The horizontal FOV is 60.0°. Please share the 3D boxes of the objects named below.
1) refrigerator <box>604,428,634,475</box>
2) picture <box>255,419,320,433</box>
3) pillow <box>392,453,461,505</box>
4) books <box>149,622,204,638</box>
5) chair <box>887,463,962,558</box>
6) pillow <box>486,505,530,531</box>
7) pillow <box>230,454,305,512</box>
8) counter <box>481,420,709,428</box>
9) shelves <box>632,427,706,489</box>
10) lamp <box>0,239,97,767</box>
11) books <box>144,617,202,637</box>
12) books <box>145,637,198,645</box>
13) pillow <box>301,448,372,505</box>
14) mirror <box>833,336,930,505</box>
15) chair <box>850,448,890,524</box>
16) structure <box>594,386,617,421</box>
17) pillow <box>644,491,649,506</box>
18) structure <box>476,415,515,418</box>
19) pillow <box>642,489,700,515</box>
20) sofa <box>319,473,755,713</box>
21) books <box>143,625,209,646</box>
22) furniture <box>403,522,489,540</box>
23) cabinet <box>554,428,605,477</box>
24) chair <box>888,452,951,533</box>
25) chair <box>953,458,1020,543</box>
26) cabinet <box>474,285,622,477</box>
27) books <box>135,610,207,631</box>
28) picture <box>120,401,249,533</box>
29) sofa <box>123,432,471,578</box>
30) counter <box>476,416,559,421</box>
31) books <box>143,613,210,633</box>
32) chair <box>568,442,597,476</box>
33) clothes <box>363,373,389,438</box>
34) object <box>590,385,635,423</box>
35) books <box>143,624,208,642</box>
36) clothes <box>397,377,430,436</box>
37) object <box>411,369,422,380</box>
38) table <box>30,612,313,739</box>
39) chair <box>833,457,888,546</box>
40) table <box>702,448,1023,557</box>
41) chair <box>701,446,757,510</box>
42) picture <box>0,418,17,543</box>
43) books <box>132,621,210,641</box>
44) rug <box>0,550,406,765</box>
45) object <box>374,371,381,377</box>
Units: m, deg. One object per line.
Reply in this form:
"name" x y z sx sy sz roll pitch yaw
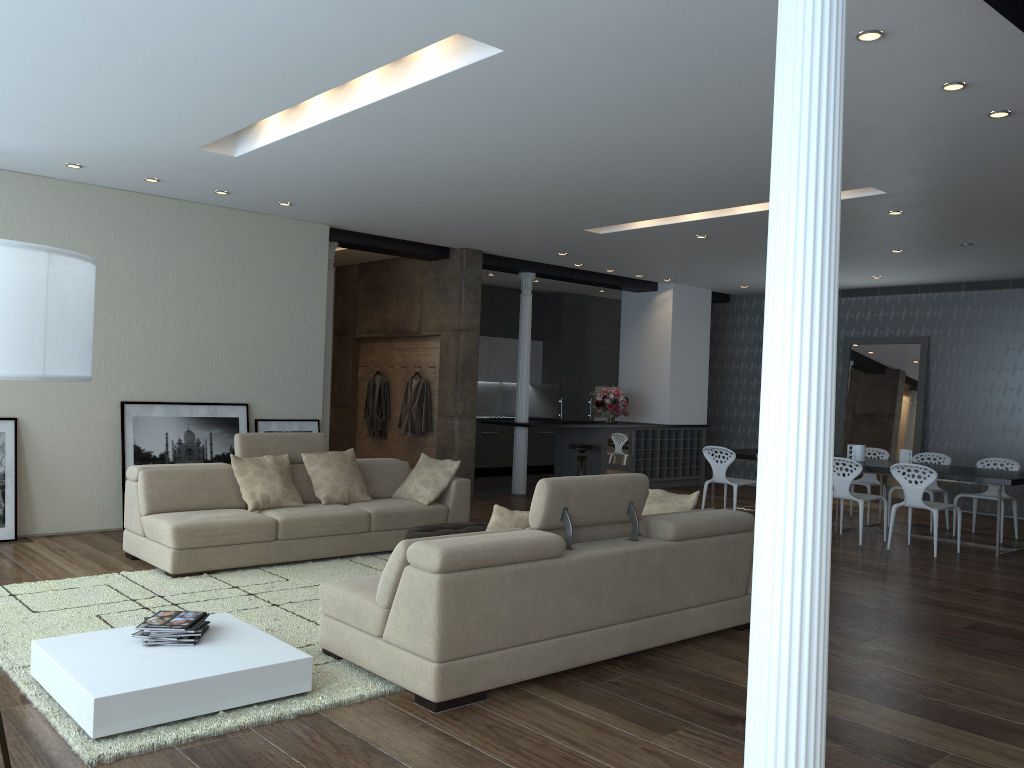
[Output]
"refrigerator" 1.461 0.987 12.270 0.578 0.774 0.075 2 0 -38
"picture" -2.204 0.848 8.809 0.700 0.988 0.195 2 0 -41
"pillow" -0.724 0.814 7.662 0.395 0.393 0.518 2 0 -45
"books" -1.540 1.118 4.086 0.220 0.010 0.300 2 0 -16
"chair" 3.840 1.153 8.300 0.581 0.835 0.495 2 0 -41
"pillow" 0.043 0.820 4.705 0.519 0.416 0.368 2 0 -37
"pillow" -1.909 0.754 6.914 0.368 0.416 0.519 2 0 44
"counter" 1.297 0.573 12.689 3.700 0.040 1.000 2 0 -41
"shelves" 2.027 1.072 13.350 1.700 0.897 0.900 2 0 -41
"lamp" -1.613 0.475 2.550 0.698 1.728 0.698 2 0 -18
"books" -1.564 1.108 4.083 0.220 0.010 0.300 2 0 -26
"books" -1.566 1.146 4.083 0.220 0.010 0.300 2 0 -21
"pillow" -1.450 0.763 7.337 0.301 0.439 0.534 2 0 45
"mirror" 5.086 0.488 12.279 0.240 2.294 1.200 2 0 -41
"chair" 4.106 1.171 10.412 0.581 0.835 0.495 2 0 -41
"structure" 1.464 0.341 15.537 0.595 0.596 0.591 2 0 -41
"pillow" 0.519 0.830 5.109 0.534 0.439 0.301 2 0 -38
"structure" -0.356 0.527 14.039 0.900 0.066 0.520 2 0 -41
"pillow" 0.930 0.870 5.791 0.395 0.393 0.518 2 0 -38
"sofa" 0.315 0.951 4.950 2.581 0.950 1.021 2 0 -41
"books" -1.541 1.157 4.085 0.220 0.010 0.300 2 0 -6
"furniture" -0.243 1.213 6.250 1.057 0.355 1.057 2 0 -40
"cabinet" 1.151 1.036 12.574 0.642 0.897 0.900 2 0 -41
"chair" 4.571 1.187 9.885 0.581 0.835 0.495 2 0 -41
"chair" 5.036 1.203 9.359 0.581 0.835 0.495 2 0 -41
"cabinet" 0.620 -0.024 14.928 7.409 2.980 0.827 2 0 -41
"books" -1.564 1.088 4.083 0.220 0.010 0.300 2 0 -1
"picture" -2.957 0.743 8.123 1.183 1.140 0.225 2 0 -41
"sofa" -1.636 0.885 7.158 2.581 0.950 1.021 2 0 -41
"counter" -0.840 0.617 13.670 3.597 0.223 0.807 2 0 -41
"books" -1.539 1.099 4.086 0.220 0.010 0.300 2 0 -6
"chair" 2.500 1.300 8.693 16.134 0.952 21.556 2 0 -41
"clothes" -1.804 0.284 11.714 0.141 0.855 0.569 2 0 -41
"object" 1.419 0.283 12.657 0.544 0.552 0.570 2 0 -35
"books" -1.540 1.138 4.085 0.220 0.010 0.300 2 0 -6
"clothes" -1.216 0.278 11.035 0.173 0.735 0.700 2 0 -43
"object" -1.183 -0.109 11.038 0.010 0.219 0.430 2 0 -41
"table" -1.504 1.248 3.902 0.900 0.170 0.900 2 0 -41
"chair" 3.364 1.137 8.809 0.581 0.835 0.495 2 0 -41
"table" 3.817 1.209 9.673 1.200 0.733 3.400 2 0 -41
"chair" 2.422 1.105 9.895 0.581 0.835 0.495 2 0 -41
"picture" -4.283 0.762 6.972 0.700 0.988 0.195 2 0 -41
"books" -1.565 1.127 4.083 0.220 0.010 0.300 2 0 9
"rug" -0.895 1.372 5.648 4.231 0.020 2.972 2 0 -41
"object" -1.771 -0.129 11.722 0.010 0.219 0.430 2 0 -41
